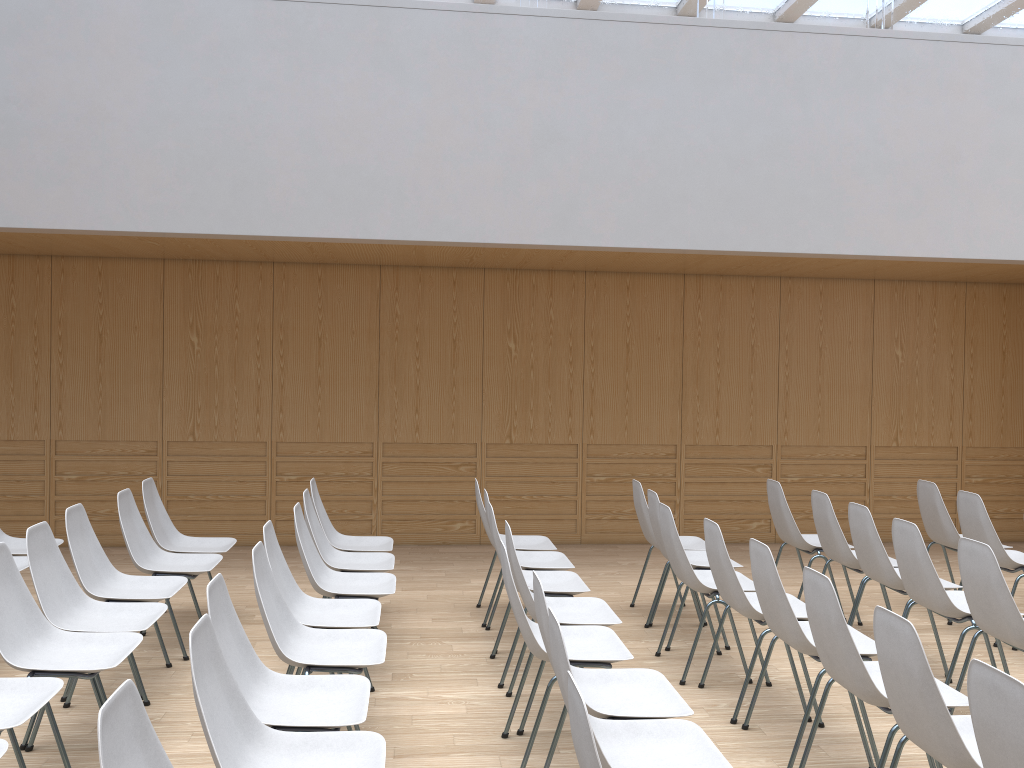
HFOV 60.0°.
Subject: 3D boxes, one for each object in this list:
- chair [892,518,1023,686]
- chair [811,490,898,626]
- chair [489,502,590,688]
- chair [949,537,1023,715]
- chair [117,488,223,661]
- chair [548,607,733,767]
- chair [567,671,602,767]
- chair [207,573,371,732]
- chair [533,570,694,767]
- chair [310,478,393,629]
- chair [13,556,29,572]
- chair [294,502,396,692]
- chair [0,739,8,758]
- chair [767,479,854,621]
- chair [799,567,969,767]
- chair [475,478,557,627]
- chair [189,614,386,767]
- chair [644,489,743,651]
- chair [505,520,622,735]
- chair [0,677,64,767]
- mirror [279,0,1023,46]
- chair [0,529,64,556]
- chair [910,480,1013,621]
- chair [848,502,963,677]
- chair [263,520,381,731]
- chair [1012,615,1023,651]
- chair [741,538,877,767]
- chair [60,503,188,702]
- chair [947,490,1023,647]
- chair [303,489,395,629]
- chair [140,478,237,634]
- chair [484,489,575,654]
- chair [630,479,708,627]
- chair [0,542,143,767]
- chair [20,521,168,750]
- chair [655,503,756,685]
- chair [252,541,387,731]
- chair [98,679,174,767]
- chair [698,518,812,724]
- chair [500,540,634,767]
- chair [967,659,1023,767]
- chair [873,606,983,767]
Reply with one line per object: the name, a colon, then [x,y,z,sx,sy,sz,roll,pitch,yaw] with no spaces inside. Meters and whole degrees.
chair: [2.135,1.099,4.314,0.505,0.876,0.479,1,1,-6]
chair: [2.080,1.083,5.339,0.505,0.876,0.479,1,1,-6]
chair: [0.130,1.062,4.622,0.505,0.876,0.479,1,1,-6]
chair: [2.212,1.107,3.814,0.505,0.876,0.479,1,1,-6]
chair: [-1.898,1.025,4.919,0.505,0.876,0.479,1,1,-6]
chair: [0.360,1.095,2.557,0.505,0.876,0.479,1,1,-6]
chair: [0.381,1.103,2.000,0.505,0.876,0.479,1,1,-6]
chair: [-0.727,1.072,2.916,0.505,0.876,0.479,1,1,-6]
chair: [0.325,1.087,3.032,0.505,0.876,0.479,1,1,-6]
chair: [-0.999,1.030,5.538,0.505,0.876,0.479,1,1,-6]
chair: [-2.877,1.011,4.767,0.505,0.876,0.479,1,1,-6]
chair: [-0.845,1.048,4.507,0.505,0.876,0.479,1,1,-6]
chair: [-1.668,1.065,2.332,0.505,0.876,0.479,1,1,-6]
chair: [1.961,1.074,5.874,0.505,0.876,0.479,1,1,-6]
chair: [1.316,1.102,3.166,0.505,0.876,0.479,1,1,-6]
chair: [0.014,1.045,5.657,0.505,0.876,0.479,1,1,-6]
chair: [-0.603,1.081,2.425,0.505,0.876,0.479,1,1,-6]
chair: [1.065,1.068,5.253,0.505,0.876,0.479,1,1,-6]
chair: [0.220,1.071,4.060,0.505,0.876,0.479,1,1,-6]
chair: [-1.766,1.056,2.840,0.505,0.876,0.479,1,1,-6]
mirror: [0.524,-3.630,6.382,17.827,2.090,0.253,1,1,-6]
chair: [-3.004,1.001,5.289,0.505,0.876,0.479,1,1,-6]
chair: [3.016,1.090,5.970,0.505,0.876,0.479,1,1,-6]
chair: [2.117,1.091,4.840,0.505,0.876,0.479,1,1,-6]
chair: [-0.844,1.055,3.961,0.505,0.876,0.479,1,1,-6]
chair: [3.143,1.107,4.919,0.505,0.876,0.479,1,1,-6]
chair: [1.266,1.093,3.711,0.505,0.876,0.479,1,1,-6]
chair: [-1.894,1.033,4.355,0.505,0.876,0.479,1,1,-6]
chair: [3.017,1.097,5.427,0.505,0.876,0.479,1,1,-6]
chair: [-0.922,1.039,5.031,0.505,0.876,0.479,1,1,-6]
chair: [-1.971,1.016,5.415,0.505,0.876,0.479,1,1,-6]
chair: [0.089,1.054,5.148,0.505,0.876,0.479,1,1,-6]
chair: [1.040,1.061,5.730,0.505,0.876,0.479,1,1,-6]
chair: [-1.715,1.049,3.374,0.505,0.876,0.479,1,1,-6]
chair: [-1.795,1.042,3.835,0.505,0.876,0.479,1,1,-6]
chair: [1.044,1.075,4.707,0.505,0.876,0.479,1,1,-6]
chair: [-0.749,1.064,3.475,0.505,0.876,0.479,1,1,-6]
chair: [-0.592,1.088,1.899,0.505,0.876,0.479,1,1,-6]
chair: [1.180,1.085,4.221,0.505,0.876,0.479,1,1,-6]
chair: [0.205,1.078,3.579,0.505,0.876,0.479,1,1,-6]
chair: [1.393,1.117,2.137,0.505,0.876,0.479,1,1,-6]
chair: [1.358,1.110,2.632,0.505,0.876,0.479,1,1,-6]
